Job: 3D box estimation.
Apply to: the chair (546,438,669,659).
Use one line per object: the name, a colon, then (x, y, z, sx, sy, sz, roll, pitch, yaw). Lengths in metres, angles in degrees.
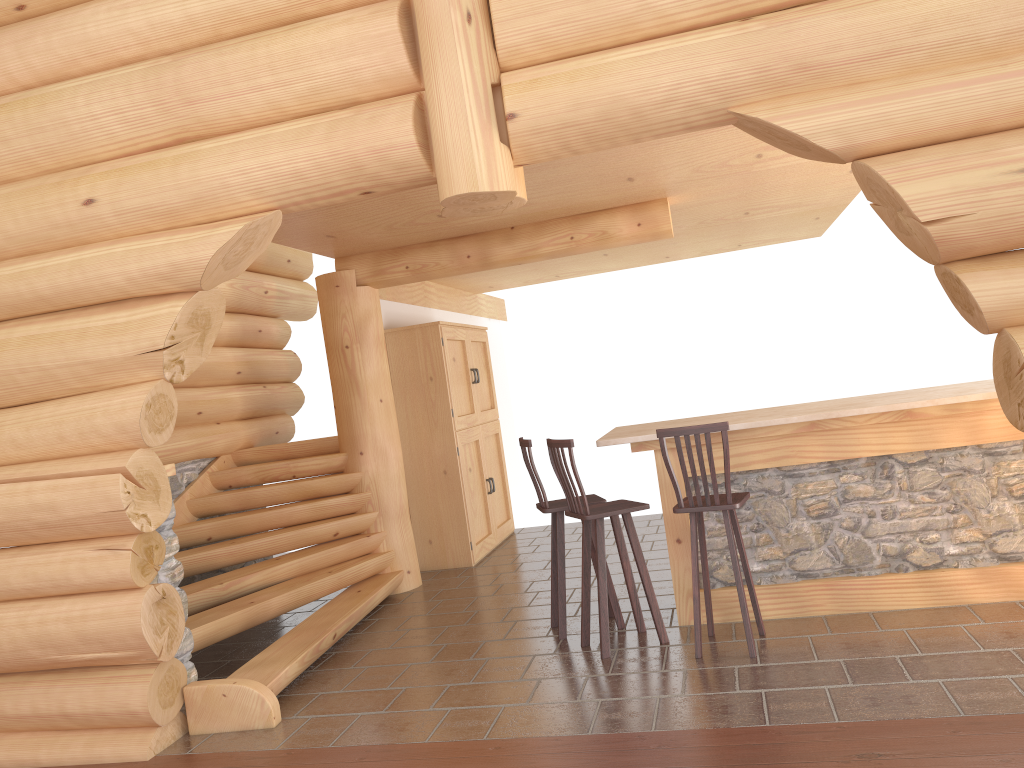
chair: (0.579, 0.960, 5.478, 0.504, 1.319, 0.406, -8, 0, -19)

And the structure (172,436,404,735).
structure: (-2.155, 1.192, 6.783, 1.951, 1.643, 3.604, -8, 0, 7)

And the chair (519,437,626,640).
chair: (0.390, 0.988, 5.964, 0.504, 1.319, 0.406, -8, 0, -7)

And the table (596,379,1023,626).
table: (2.305, 0.749, 5.866, 3.220, 1.257, 1.196, -8, 0, 13)

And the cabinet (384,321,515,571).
cabinet: (-0.599, 0.591, 9.550, 0.670, 2.403, 1.847, -8, 0, 13)

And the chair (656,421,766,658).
chair: (1.179, 0.874, 5.158, 0.406, 1.319, 0.504, -8, 0, 23)
